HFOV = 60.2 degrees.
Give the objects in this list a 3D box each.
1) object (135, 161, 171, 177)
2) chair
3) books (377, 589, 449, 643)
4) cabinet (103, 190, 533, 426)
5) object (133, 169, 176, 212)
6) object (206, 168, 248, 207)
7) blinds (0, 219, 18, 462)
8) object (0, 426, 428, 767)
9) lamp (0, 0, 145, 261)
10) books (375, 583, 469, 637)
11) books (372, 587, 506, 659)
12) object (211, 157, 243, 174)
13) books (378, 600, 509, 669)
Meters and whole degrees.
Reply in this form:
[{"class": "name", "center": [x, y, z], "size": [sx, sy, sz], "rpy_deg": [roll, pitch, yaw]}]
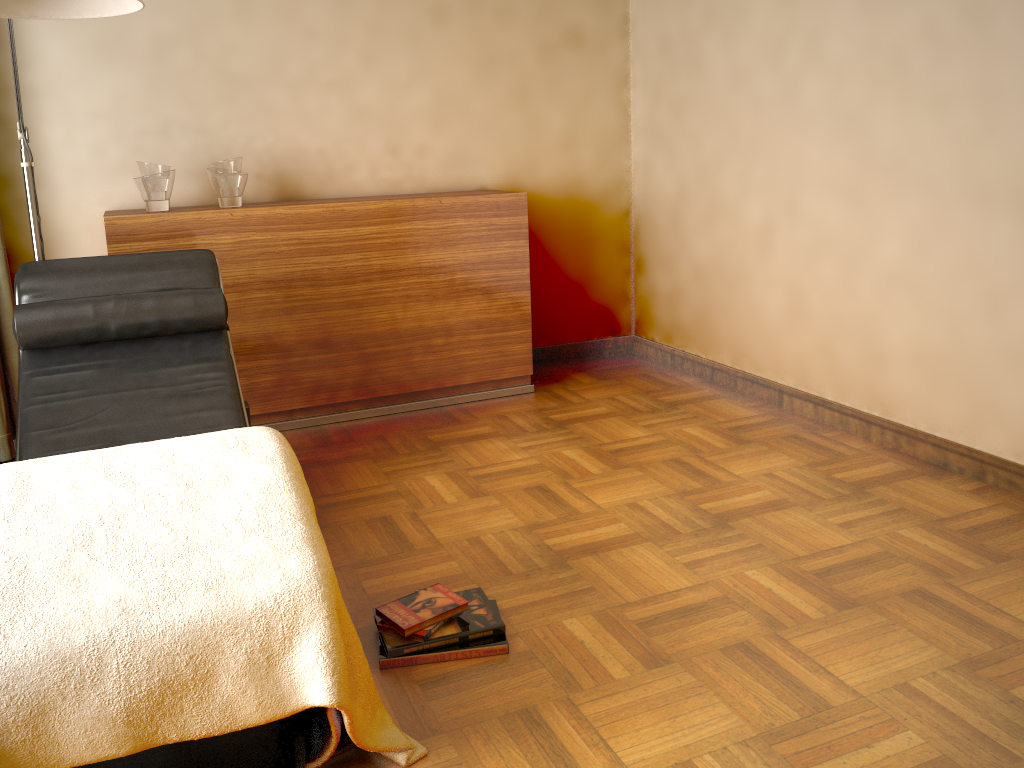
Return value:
[{"class": "object", "center": [-1.363, -0.777, 3.370], "size": [0.123, 0.147, 0.123], "rpy_deg": [-12, 16, -40]}, {"class": "chair", "center": [-0.929, 0.147, 2.186], "size": [0.638, 0.784, 1.814], "rpy_deg": [-7, 15, -22]}, {"class": "books", "center": [-0.207, 0.524, 2.007], "size": [0.124, 0.017, 0.175], "rpy_deg": [5, 16, 25]}, {"class": "cabinet", "center": [-0.768, -0.345, 3.755], "size": [1.680, 0.848, 0.421], "rpy_deg": [-8, 13, -23]}, {"class": "object", "center": [-1.361, -0.740, 3.377], "size": [0.156, 0.152, 0.158], "rpy_deg": [3, 14, 23]}, {"class": "object", "center": [-1.115, -0.776, 3.481], "size": [0.156, 0.152, 0.157], "rpy_deg": [-10, 15, -32]}, {"class": "blinds", "center": [-2.217, -0.749, 2.506], "size": [0.225, 2.413, 1.557], "rpy_deg": [2, 12, 21]}, {"class": "object", "center": [-0.728, 0.414, 1.727], "size": [0.921, 0.512, 0.922], "rpy_deg": [-8, 15, -22]}, {"class": "lamp", "center": [-1.133, -0.430, 2.316], "size": [0.453, 1.935, 1.435], "rpy_deg": [-6, 12, -19]}, {"class": "books", "center": [-0.202, 0.508, 1.998], "size": [0.174, 0.017, 0.124], "rpy_deg": [-14, 19, -37]}, {"class": "books", "center": [-0.170, 0.540, 2.015], "size": [0.265, 0.020, 0.192], "rpy_deg": [-7, 16, -18]}, {"class": "object", "center": [-1.117, -0.813, 3.474], "size": [0.124, 0.147, 0.123], "rpy_deg": [-13, 17, -42]}, {"class": "books", "center": [-0.161, 0.564, 2.004], "size": [0.280, 0.022, 0.204], "rpy_deg": [-4, 15, -8]}]
